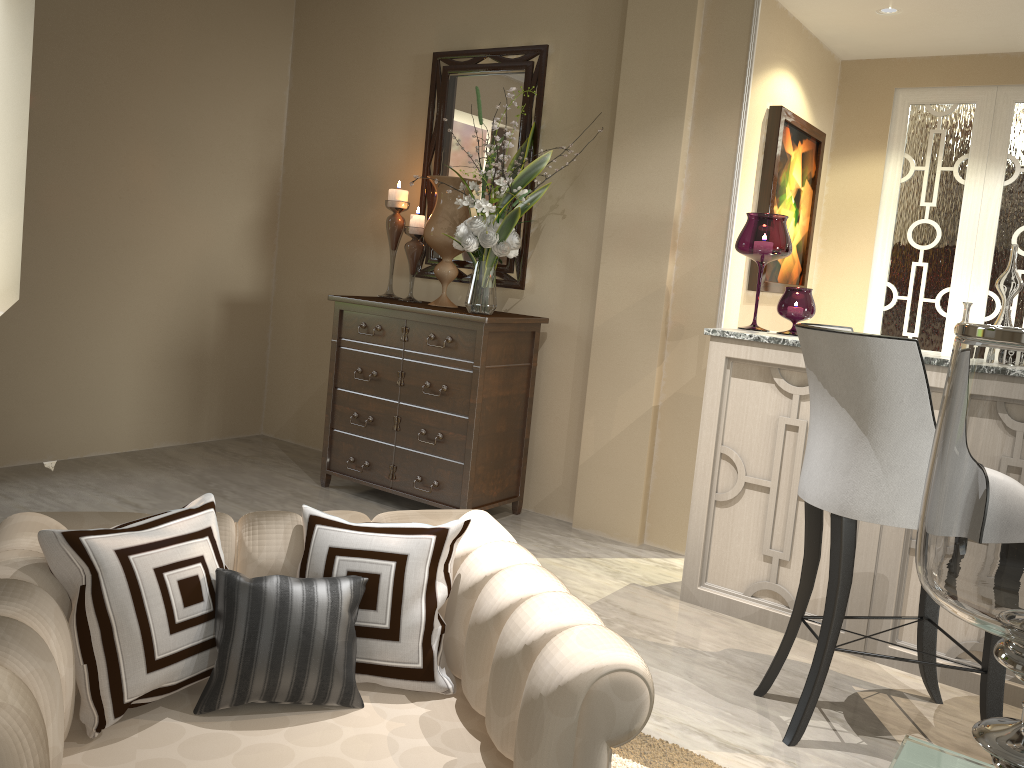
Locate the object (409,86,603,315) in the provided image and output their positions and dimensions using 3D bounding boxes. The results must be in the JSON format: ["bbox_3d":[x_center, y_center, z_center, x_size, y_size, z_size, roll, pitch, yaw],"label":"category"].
[{"bbox_3d":[-0.041,-0.695,3.427,0.605,0.848,0.564,0,8,-43],"label":"object"}]

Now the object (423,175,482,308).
[{"bbox_3d":[-0.261,-0.582,3.653,0.222,0.520,0.221,9,6,29],"label":"object"}]

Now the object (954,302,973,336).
[{"bbox_3d":[1.276,-0.150,2.499,0.051,0.160,0.051,8,6,29],"label":"object"}]

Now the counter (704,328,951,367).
[{"bbox_3d":[1.660,0.009,2.255,2.348,0.021,0.379,11,9,34],"label":"counter"}]

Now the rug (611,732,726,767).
[{"bbox_3d":[0.450,1.025,0.222,2.983,0.022,2.674,11,9,34],"label":"rug"}]

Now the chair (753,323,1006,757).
[{"bbox_3d":[0.886,0.357,2.083,0.541,0.947,0.460,6,5,-1],"label":"chair"}]

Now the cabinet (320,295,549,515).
[{"bbox_3d":[-0.346,0.084,3.645,0.827,0.809,0.428,10,7,34],"label":"cabinet"}]

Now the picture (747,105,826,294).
[{"bbox_3d":[1.115,-0.710,3.564,0.049,0.690,0.597,9,7,34],"label":"picture"}]

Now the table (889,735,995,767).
[{"bbox_3d":[0.858,0.873,0.659,1.306,0.343,1.058,11,9,34],"label":"table"}]

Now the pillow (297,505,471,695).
[{"bbox_3d":[-0.219,0.343,1.413,0.300,0.268,0.198,6,6,4],"label":"pillow"}]

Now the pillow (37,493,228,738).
[{"bbox_3d":[-0.512,0.314,1.272,0.186,0.250,0.284,9,7,27],"label":"pillow"}]

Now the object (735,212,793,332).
[{"bbox_3d":[0.820,-0.367,2.922,0.182,0.379,0.181,10,7,39],"label":"object"}]

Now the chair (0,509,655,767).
[{"bbox_3d":[-0.338,0.532,1.270,0.848,0.550,0.715,3,7,-21],"label":"chair"}]

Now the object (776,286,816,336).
[{"bbox_3d":[0.916,-0.235,2.858,0.120,0.154,0.119,10,7,39],"label":"object"}]

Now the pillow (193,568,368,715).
[{"bbox_3d":[-0.323,0.371,1.278,0.251,0.186,0.129,3,6,-19],"label":"pillow"}]

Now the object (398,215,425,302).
[{"bbox_3d":[-0.416,-0.537,3.760,0.103,0.372,0.103,8,5,25],"label":"object"}]

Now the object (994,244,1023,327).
[{"bbox_3d":[1.362,-0.219,2.439,0.110,0.329,0.109,10,6,39],"label":"object"}]

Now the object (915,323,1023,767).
[{"bbox_3d":[0.526,0.291,0.885,0.252,0.680,0.251,10,6,39],"label":"object"}]

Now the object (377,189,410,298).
[{"bbox_3d":[-0.509,-0.609,3.824,0.103,0.468,0.103,8,5,25],"label":"object"}]

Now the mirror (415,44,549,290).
[{"bbox_3d":[-0.142,-0.925,3.786,0.603,0.989,0.035,9,6,34],"label":"mirror"}]

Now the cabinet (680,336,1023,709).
[{"bbox_3d":[1.598,0.438,2.299,2.267,0.850,0.351,11,7,34],"label":"cabinet"}]
